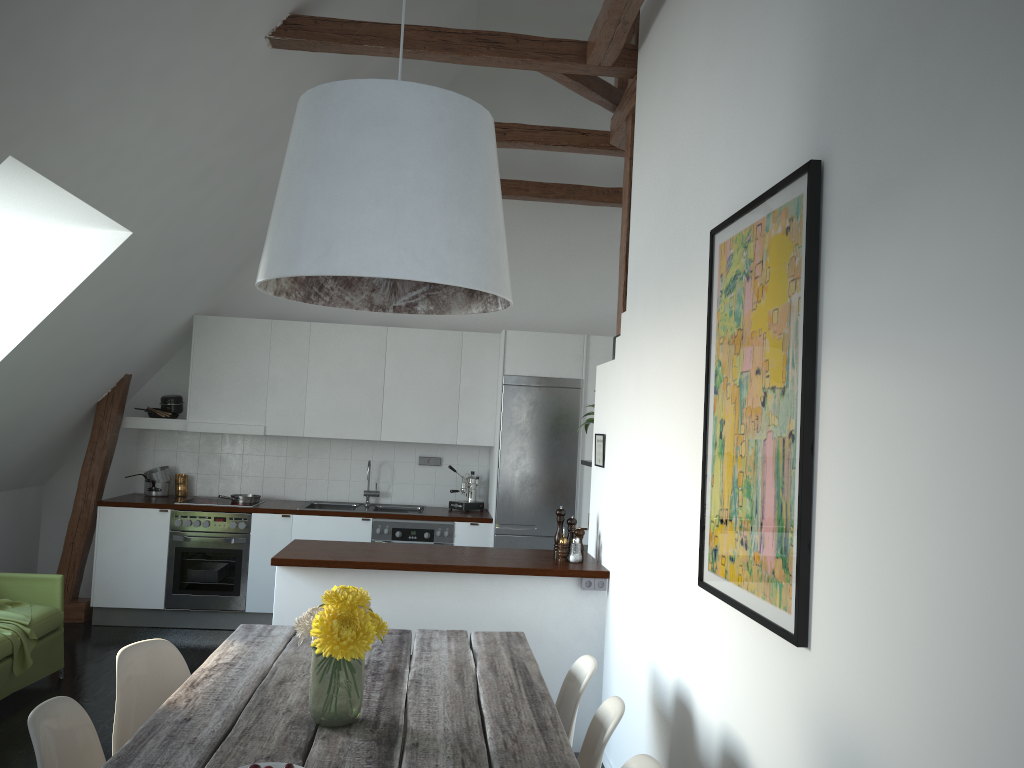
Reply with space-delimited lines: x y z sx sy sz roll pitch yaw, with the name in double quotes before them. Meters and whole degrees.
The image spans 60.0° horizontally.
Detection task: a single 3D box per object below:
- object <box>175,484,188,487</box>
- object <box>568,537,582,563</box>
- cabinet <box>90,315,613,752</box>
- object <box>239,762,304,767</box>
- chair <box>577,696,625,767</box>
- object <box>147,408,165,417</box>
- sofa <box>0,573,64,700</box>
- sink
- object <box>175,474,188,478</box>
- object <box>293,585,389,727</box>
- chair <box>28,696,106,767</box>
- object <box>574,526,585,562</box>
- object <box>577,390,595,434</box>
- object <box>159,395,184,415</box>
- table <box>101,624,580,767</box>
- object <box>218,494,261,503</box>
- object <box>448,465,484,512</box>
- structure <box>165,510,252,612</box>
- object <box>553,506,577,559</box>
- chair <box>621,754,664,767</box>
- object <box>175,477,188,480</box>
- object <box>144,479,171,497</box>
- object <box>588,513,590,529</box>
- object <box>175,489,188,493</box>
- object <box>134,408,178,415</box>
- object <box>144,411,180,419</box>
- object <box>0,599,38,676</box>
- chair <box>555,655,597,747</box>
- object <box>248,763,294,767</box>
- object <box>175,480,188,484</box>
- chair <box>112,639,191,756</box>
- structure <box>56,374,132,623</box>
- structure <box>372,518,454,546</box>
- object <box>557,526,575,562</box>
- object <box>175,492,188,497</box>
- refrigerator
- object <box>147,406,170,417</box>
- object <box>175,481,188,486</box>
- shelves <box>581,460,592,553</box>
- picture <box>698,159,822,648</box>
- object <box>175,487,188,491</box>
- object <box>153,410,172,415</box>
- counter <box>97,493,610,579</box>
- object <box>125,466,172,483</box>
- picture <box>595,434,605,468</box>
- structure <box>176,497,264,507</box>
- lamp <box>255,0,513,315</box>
"object" -2.683 0.833 7.194 0.099 0.043 0.100 4 -3 -17
"object" 0.337 0.881 4.709 0.069 0.135 0.069 5 -3 -30
"cabinet" -0.870 0.684 5.939 4.208 2.369 3.033 3 -3 -5
"object" -0.541 0.886 1.959 0.205 0.024 0.205 4 -3 -13
"chair" 0.049 1.348 2.663 0.542 0.801 0.465 3 -3 1
"object" -2.819 0.225 7.019 0.065 0.065 0.332 5 -4 -37
"sofa" -2.971 1.254 4.194 0.898 0.825 2.093 3 -3 -6
"sink" -1.165 0.876 7.065 0.963 0.519 0.671 3 -3 -5
"object" -2.680 0.755 7.192 0.100 0.047 0.099 3 -3 -9
"object" -0.471 0.741 2.439 0.233 0.365 0.293 5 -3 -34
"chair" -1.026 1.278 2.392 0.542 0.801 0.465 3 -3 -4
"object" 0.361 0.861 4.782 0.058 0.184 0.058 3 -3 -8
"object" 0.653 0.239 5.467 0.493 0.486 0.506 2 -3 15
"object" -2.742 0.167 7.145 0.190 0.166 0.200 6 -4 -42
"table" -0.431 1.315 2.366 1.141 0.788 2.421 3 -3 -5
"object" -2.159 0.896 6.989 0.351 0.061 0.232 5 -3 -31
"object" -0.399 0.851 7.272 0.206 0.370 0.353 0 -4 42
"structure" -2.277 1.328 6.891 0.583 0.725 0.749 3 -3 -5
"object" 0.292 0.811 4.835 0.123 0.283 0.061 3 -3 -5
"chair" 0.083 1.323 2.129 0.542 0.801 0.465 3 -3 -9
"object" -2.682 0.776 7.192 0.100 0.036 0.100 2 -3 24
"object" -2.823 0.821 7.077 0.200 0.154 0.348 4 -3 -25
"object" 0.643 0.854 5.379 0.287 0.101 0.329 3 -3 -10
"object" -2.680 0.871 7.190 0.100 0.048 0.099 2 -3 14
"object" -2.859 0.229 7.107 0.357 0.075 0.244 5 -3 -34
"object" -2.785 0.247 7.075 0.243 0.056 0.350 4 -3 -16
"object" -2.903 1.268 4.836 0.722 0.493 0.711 3 -3 -10
"chair" 0.010 1.369 3.135 0.542 0.801 0.465 3 -3 -4
"object" -0.528 0.875 1.971 0.132 0.034 0.144 5 -3 -33
"object" -2.683 0.793 7.191 0.100 0.036 0.100 5 -4 -38
"chair" -1.072 1.304 2.968 0.542 0.801 0.465 2 -3 21
"structure" -2.950 0.523 0.643 1.023 1.963 12.350 3 -3 -5
"structure" -0.781 1.404 6.929 0.612 0.725 0.582 3 -3 -5
"object" 0.286 0.851 4.748 0.080 0.192 0.058 4 -3 -21
"object" -2.680 0.893 7.190 0.100 0.036 0.100 3 -3 -8
"refrigerator" 0.189 0.877 6.773 0.609 1.868 0.031 3 -3 -5
"object" -2.808 0.219 7.030 0.331 0.077 0.061 0 -4 44
"object" -2.683 0.811 7.194 0.099 0.057 0.101 3 -3 7
"shelves" 0.763 0.760 5.360 0.660 0.553 0.408 3 -3 -5
"picture" 0.685 0.057 2.544 0.036 1.181 0.808 3 -3 -5
"object" -2.682 0.853 7.191 0.099 0.051 0.099 4 -3 -19
"object" -2.784 0.225 7.077 0.335 0.031 0.065 0 -4 43
"counter" -1.311 0.938 5.865 3.365 0.038 3.085 3 -3 -5
"object" -2.917 0.739 7.103 0.371 0.169 0.203 5 -3 -32
"picture" 0.486 0.366 4.895 0.023 0.182 0.250 3 -3 -5
"structure" -2.259 0.937 6.896 0.574 0.041 0.504 3 -3 -5
"lamp" -0.251 -1.637 2.533 0.697 2.813 0.757 0 -4 45
